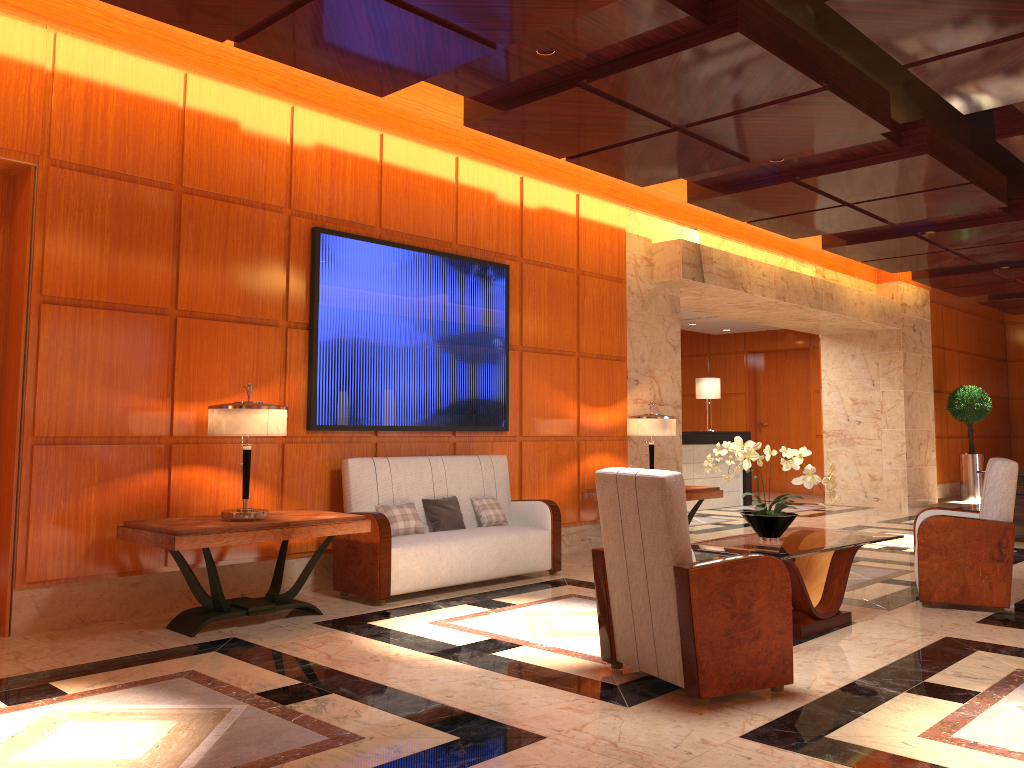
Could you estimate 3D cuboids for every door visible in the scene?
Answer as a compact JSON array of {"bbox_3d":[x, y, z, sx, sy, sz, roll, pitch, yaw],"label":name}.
[{"bbox_3d":[5.081,0.695,16.571,1.284,2.706,0.340,-4,-7,43],"label":"door"},{"bbox_3d":[-3.401,0.032,4.529,0.340,2.661,1.535,-5,-7,44],"label":"door"}]

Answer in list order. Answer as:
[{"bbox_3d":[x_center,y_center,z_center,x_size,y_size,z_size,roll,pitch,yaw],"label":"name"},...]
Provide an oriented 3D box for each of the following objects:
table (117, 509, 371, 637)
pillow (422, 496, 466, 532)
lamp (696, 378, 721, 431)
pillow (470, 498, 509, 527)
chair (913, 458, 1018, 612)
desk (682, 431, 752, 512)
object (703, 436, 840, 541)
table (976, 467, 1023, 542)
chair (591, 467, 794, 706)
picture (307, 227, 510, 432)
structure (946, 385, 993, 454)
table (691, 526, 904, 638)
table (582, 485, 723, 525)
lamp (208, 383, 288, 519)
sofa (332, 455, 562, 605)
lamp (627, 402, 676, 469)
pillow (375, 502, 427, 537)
[{"bbox_3d":[-1.576,1.108,5.283,0.724,0.609,1.268,-4,-5,44],"label":"table"},{"bbox_3d":[-0.507,0.972,6.612,0.160,0.254,0.357,-4,-6,40],"label":"pillow"},{"bbox_3d":[3.053,0.324,13.783,0.372,0.823,0.371,2,-5,-21],"label":"lamp"},{"bbox_3d":[-0.173,1.004,6.909,0.273,0.230,0.202,4,-6,-44],"label":"pillow"},{"bbox_3d":[3.064,0.981,6.011,0.628,0.964,0.735,-2,-5,23],"label":"chair"},{"bbox_3d":[2.393,1.269,13.112,0.940,1.145,2.921,-4,-5,44],"label":"desk"},{"bbox_3d":[1.535,0.621,5.283,0.788,0.619,0.416,-1,-5,21],"label":"object"},{"bbox_3d":[5.912,1.276,9.124,1.598,0.747,1.597,-3,-5,44],"label":"table"},{"bbox_3d":[0.789,0.866,4.070,0.628,0.964,0.736,3,-5,-27],"label":"chair"},{"bbox_3d":[-0.733,-0.357,6.998,0.056,1.457,1.993,-5,-6,44],"label":"picture"},{"bbox_3d":[7.813,0.858,15.107,0.721,1.719,0.719,-2,-5,22],"label":"structure"},{"bbox_3d":[1.655,1.180,5.277,1.557,0.498,0.721,3,-5,-43],"label":"table"},{"bbox_3d":[1.340,1.284,8.322,0.724,0.609,1.268,-4,-5,44],"label":"table"},{"bbox_3d":[-1.570,0.388,5.254,0.458,0.796,0.457,0,-5,6],"label":"lamp"},{"bbox_3d":[-0.443,1.009,6.575,0.611,0.936,1.796,-4,-6,44],"label":"sofa"},{"bbox_3d":[1.299,0.569,8.243,0.458,0.813,0.457,4,-6,-37],"label":"lamp"},{"bbox_3d":[-0.787,0.962,6.279,0.343,0.228,0.194,4,-5,-41],"label":"pillow"}]
